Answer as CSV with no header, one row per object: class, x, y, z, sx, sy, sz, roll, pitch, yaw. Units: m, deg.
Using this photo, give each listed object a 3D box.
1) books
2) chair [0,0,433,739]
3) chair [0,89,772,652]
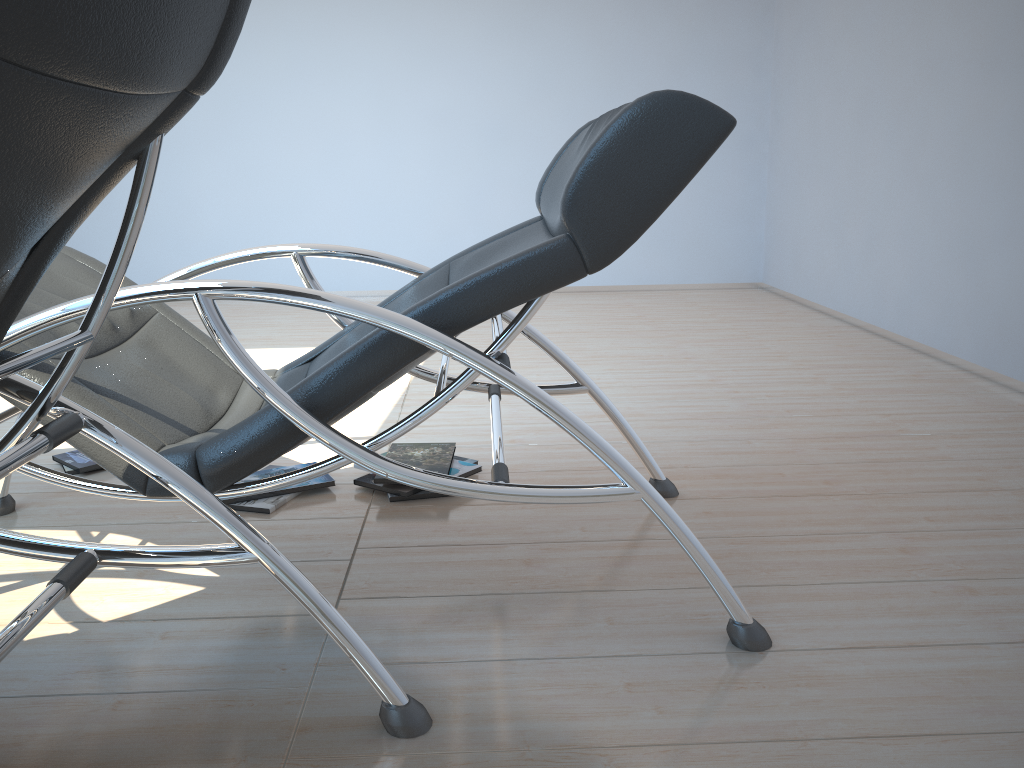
books,-2.279,0.419,1.498,4.790,0.222,1.045,-10,16,-34
chair,-1.088,0.027,0.828,1.938,1.251,0.836,-1,13,-2
chair,-0.611,-0.064,1.825,2.114,0.953,0.836,-1,13,-2
